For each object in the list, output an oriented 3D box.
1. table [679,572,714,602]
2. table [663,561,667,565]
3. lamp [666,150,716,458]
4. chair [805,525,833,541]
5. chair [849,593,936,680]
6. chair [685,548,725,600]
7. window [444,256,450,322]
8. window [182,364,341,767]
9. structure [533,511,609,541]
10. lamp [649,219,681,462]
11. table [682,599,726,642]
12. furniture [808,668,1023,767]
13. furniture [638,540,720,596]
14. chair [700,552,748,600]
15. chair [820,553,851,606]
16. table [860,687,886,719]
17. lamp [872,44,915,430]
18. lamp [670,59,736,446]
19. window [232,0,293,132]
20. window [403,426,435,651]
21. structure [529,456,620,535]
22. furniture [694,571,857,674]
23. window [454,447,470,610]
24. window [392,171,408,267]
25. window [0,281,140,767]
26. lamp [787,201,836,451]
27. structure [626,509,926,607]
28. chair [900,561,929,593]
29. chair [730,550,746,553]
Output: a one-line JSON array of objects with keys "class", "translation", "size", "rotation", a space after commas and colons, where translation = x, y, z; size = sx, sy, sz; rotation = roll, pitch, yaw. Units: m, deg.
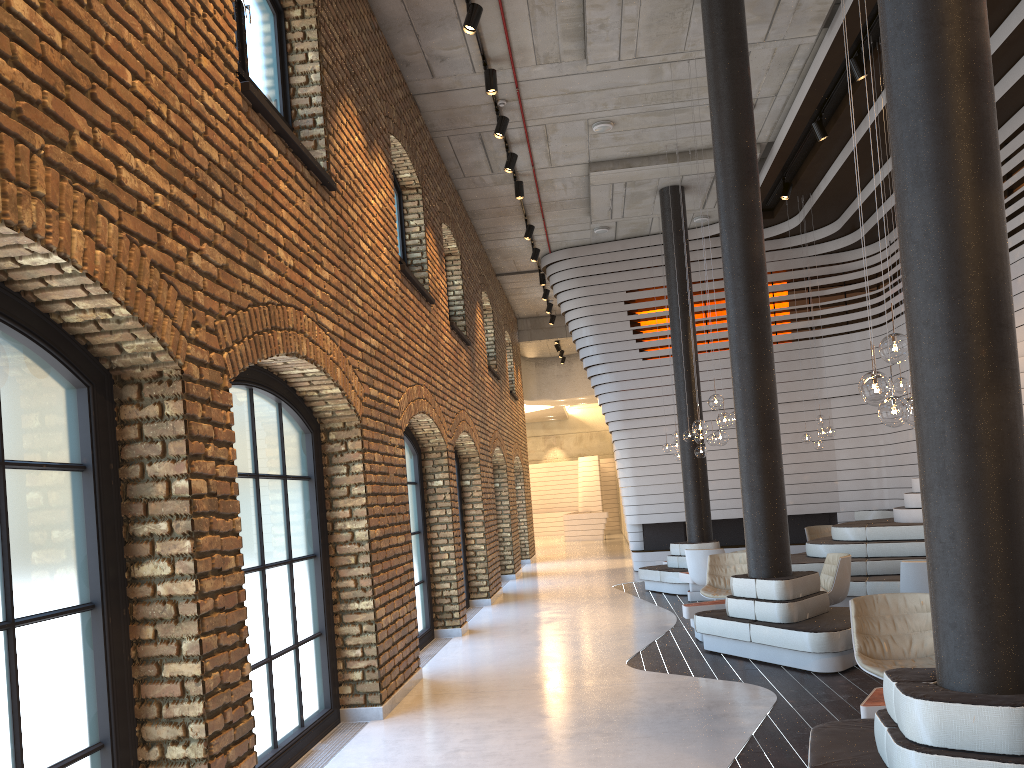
[{"class": "table", "translation": [2.726, 2.732, 11.946], "size": [0.910, 0.369, 0.414], "rotation": [-6, -5, 14]}, {"class": "table", "translation": [2.865, 3.036, 14.364], "size": [0.901, 0.369, 0.418], "rotation": [-2, -5, -16]}, {"class": "lamp", "translation": [2.407, -1.305, 11.893], "size": [0.540, 4.611, 0.278], "rotation": [-4, -2, -33]}, {"class": "chair", "translation": [4.976, 2.601, 13.782], "size": [0.652, 0.763, 0.719], "rotation": [-3, -4, -21]}, {"class": "chair", "translation": [2.446, 1.706, 5.413], "size": [0.658, 0.763, 0.713], "rotation": [-5, -4, 6]}, {"class": "chair", "translation": [2.569, 2.448, 11.187], "size": [0.665, 0.763, 0.706], "rotation": [-8, -5, 43]}, {"class": "window", "translation": [-1.056, -1.371, 12.113], "size": [0.126, 1.445, 1.577], "rotation": [-5, -5, 5]}, {"class": "window", "translation": [-1.546, 1.135, 5.446], "size": [0.130, 2.524, 2.365], "rotation": [-5, -4, 5]}, {"class": "structure", "translation": [2.267, 5.131, 32.147], "size": [2.538, 0.893, 7.587], "rotation": [-2, -8, -17]}, {"class": "lamp", "translation": [2.574, -1.000, 14.773], "size": [0.540, 4.611, 0.278], "rotation": [-3, -2, -35]}, {"class": "table", "translation": [2.174, 2.381, 8.922], "size": [0.905, 0.369, 0.416], "rotation": [-4, -5, -1]}, {"class": "furniture", "translation": [1.734, 1.554, 3.643], "size": [1.291, 0.719, 1.761], "rotation": [-10, -8, 41]}, {"class": "furniture", "translation": [2.563, 2.734, 13.207], "size": [1.275, 0.718, 1.784], "rotation": [-4, -7, 1]}, {"class": "chair", "translation": [2.427, 2.265, 9.695], "size": [0.662, 0.763, 0.709], "rotation": [-6, -4, 23]}, {"class": "chair", "translation": [3.053, 2.106, 8.840], "size": [0.712, 0.763, 0.658], "rotation": [-5, -4, 9]}, {"class": "table", "translation": [2.278, 1.817, 4.642], "size": [0.908, 0.369, 0.415], "rotation": [-5, -5, 8]}, {"class": "lamp", "translation": [3.939, -1.840, 9.102], "size": [0.293, 4.657, 0.546], "rotation": [-4, -1, 1]}, {"class": "lamp", "translation": [2.000, -1.662, 9.335], "size": [0.543, 4.657, 0.295], "rotation": [-4, -1, -9]}, {"class": "window", "translation": [-1.701, -2.181, 5.511], "size": [0.126, 1.445, 1.577], "rotation": [-5, -5, 5]}, {"class": "window", "translation": [-1.177, 1.597, 9.219], "size": [0.130, 2.524, 2.365], "rotation": [-5, -4, 5]}, {"class": "structure", "translation": [2.213, 4.449, 34.468], "size": [4.541, 2.853, 5.845], "rotation": [-5, -6, 5]}, {"class": "furniture", "translation": [2.587, 2.033, 7.829], "size": [1.267, 0.719, 1.795], "rotation": [-2, -7, -24]}, {"class": "window", "translation": [-2.730, 2.745, 17.138], "size": [2.171, 2.516, 13.034], "rotation": [-3, -7, -25]}, {"class": "window", "translation": [-1.332, -1.718, 9.283], "size": [0.126, 1.445, 1.577], "rotation": [-5, -5, 5]}, {"class": "window", "translation": [-1.822, 0.788, 2.618], "size": [0.130, 2.524, 2.365], "rotation": [-5, -4, 5]}, {"class": "lamp", "translation": [4.640, -1.279, 13.833], "size": [0.550, 4.657, 0.291], "rotation": [-5, -2, 31]}, {"class": "structure", "translation": [4.869, 1.876, 8.758], "size": [5.775, 0.923, 18.330], "rotation": [-5, -7, 2]}, {"class": "chair", "translation": [3.788, 1.918, 7.831], "size": [0.662, 0.763, 0.708], "rotation": [-6, -5, 26]}, {"class": "chair", "translation": [3.834, 2.758, 14.315], "size": [0.712, 0.763, 0.658], "rotation": [-5, -4, 8]}]
